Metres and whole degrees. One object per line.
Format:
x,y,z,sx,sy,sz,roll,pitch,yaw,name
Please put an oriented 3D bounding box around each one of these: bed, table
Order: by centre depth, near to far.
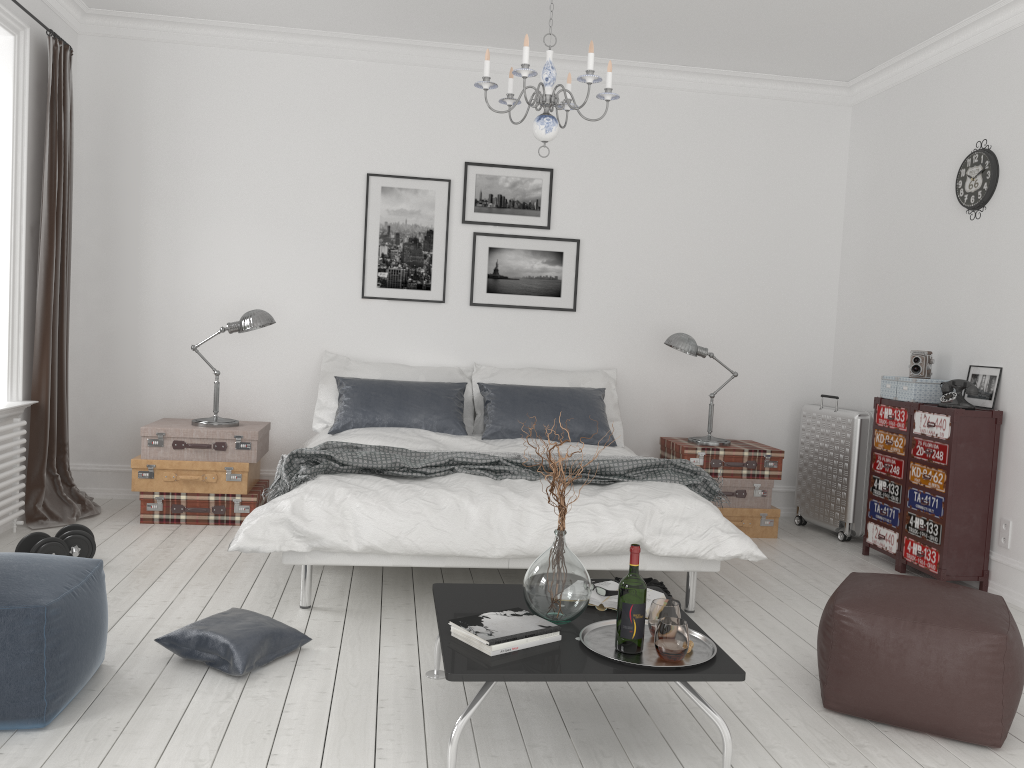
0.171,0.893,2.748,0.833,0.313,0.824,3,3,-8,table
-0.157,0.452,4.740,2.217,0.926,2.473,3,3,-7,bed

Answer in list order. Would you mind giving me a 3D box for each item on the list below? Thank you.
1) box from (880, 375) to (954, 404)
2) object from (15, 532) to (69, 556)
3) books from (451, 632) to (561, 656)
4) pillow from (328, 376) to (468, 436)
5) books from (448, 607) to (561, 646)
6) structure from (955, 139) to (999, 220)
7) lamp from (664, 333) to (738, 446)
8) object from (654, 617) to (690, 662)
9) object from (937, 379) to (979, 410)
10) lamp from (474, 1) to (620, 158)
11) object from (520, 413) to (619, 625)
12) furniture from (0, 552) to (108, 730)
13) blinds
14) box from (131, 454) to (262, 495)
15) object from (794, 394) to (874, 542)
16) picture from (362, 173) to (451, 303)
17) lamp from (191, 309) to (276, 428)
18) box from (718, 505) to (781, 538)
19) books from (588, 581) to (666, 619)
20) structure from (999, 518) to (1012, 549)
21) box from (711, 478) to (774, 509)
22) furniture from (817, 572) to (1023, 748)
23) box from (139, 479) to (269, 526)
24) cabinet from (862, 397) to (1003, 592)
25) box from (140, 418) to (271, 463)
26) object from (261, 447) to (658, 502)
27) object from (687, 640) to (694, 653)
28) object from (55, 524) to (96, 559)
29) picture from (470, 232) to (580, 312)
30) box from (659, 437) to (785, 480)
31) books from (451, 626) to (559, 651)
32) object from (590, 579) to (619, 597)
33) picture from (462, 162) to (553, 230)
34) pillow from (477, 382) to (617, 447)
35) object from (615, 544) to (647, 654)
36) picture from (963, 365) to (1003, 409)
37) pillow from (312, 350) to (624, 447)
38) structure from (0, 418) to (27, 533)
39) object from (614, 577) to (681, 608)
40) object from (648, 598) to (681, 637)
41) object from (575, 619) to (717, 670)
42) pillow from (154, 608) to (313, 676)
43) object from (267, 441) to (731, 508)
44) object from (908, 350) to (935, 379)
2.282,0.031,5.008,0.242,0.131,0.332,3,3,-8,box
-2.117,0.767,3.995,0.326,0.179,0.179,6,4,37,object
-0.016,0.730,2.573,0.259,0.014,0.191,0,4,-38,books
-0.678,0.145,5.391,0.837,0.329,0.405,3,3,-7,pillow
-0.021,0.702,2.577,0.257,0.012,0.207,1,4,-37,books
2.499,-1.102,4.785,0.043,0.427,0.330,3,3,-8,structure
1.198,0.030,5.659,0.488,0.699,0.269,3,3,-8,lamp
0.446,0.714,2.476,0.095,0.106,0.095,3,3,3,object
2.334,0.051,4.649,0.181,0.155,0.216,4,4,22,object
0.159,-1.471,3.537,0.594,1.123,0.528,3,3,-8,lamp
0.123,0.402,2.704,0.291,0.666,0.313,0,5,-45,object
-1.601,0.745,2.719,0.646,0.423,0.646,3,3,-7,furniture
-2.503,-0.582,5.066,0.327,2.680,0.779,2,3,-13,blinds
-1.865,0.515,5.286,0.647,0.185,0.537,3,3,-8,box
2.105,0.524,5.797,0.208,0.902,0.647,2,4,-18,object
-0.694,-0.952,5.820,0.545,0.810,0.015,3,3,-8,picture
-1.661,-0.101,5.272,0.488,0.699,0.269,3,3,-8,lamp
1.320,0.845,5.736,0.647,0.185,0.537,3,3,-8,box
0.336,0.712,2.979,0.342,0.040,0.231,5,4,24,books
2.475,0.751,4.453,0.009,0.140,0.070,3,3,-8,structure
1.274,0.659,5.717,0.647,0.185,0.537,3,3,-8,box
1.392,0.888,3.042,0.646,0.423,0.646,5,4,26,furniture
-1.825,0.700,5.308,0.647,0.185,0.537,3,3,-8,box
2.271,0.572,4.862,0.281,0.942,0.762,3,3,-8,cabinet
-1.809,0.334,5.282,0.647,0.185,0.537,3,3,-8,box
-0.138,0.584,4.475,2.236,0.500,0.521,3,3,-5,object
0.507,0.754,2.547,0.024,0.024,0.046,4,4,22,object
-2.056,0.760,4.169,0.179,0.179,0.326,1,4,-28,object
0.088,-0.747,5.938,0.720,0.486,0.015,3,3,-8,picture
1.340,0.478,5.718,0.647,0.185,0.537,3,3,-8,box
-0.019,0.715,2.571,0.254,0.014,0.191,0,4,-40,books
0.336,0.683,2.974,0.135,0.030,0.141,2,4,-23,object
-0.028,-1.248,5.890,0.592,0.403,0.015,3,3,-8,picture
0.208,0.186,5.502,0.842,0.339,0.405,3,3,-7,pillow
0.341,0.606,2.520,0.081,0.303,0.081,4,3,9,object
2.466,0.014,4.660,0.037,0.218,0.254,3,3,-8,picture
-0.248,0.100,5.656,1.965,0.529,0.465,3,3,-8,pillow
-2.582,0.533,4.271,0.114,0.670,0.887,3,3,-8,structure
0.571,0.938,3.936,0.322,0.127,0.300,3,3,-8,object
0.455,0.704,2.648,0.095,0.106,0.095,3,3,3,object
0.306,0.767,2.651,0.622,0.063,0.395,6,4,41,object
-0.982,0.897,3.151,0.381,0.121,0.391,4,4,23,pillow
-0.063,0.505,4.104,2.154,0.377,0.536,3,3,-5,object
2.296,-0.110,4.983,0.121,0.157,0.117,6,5,41,object
